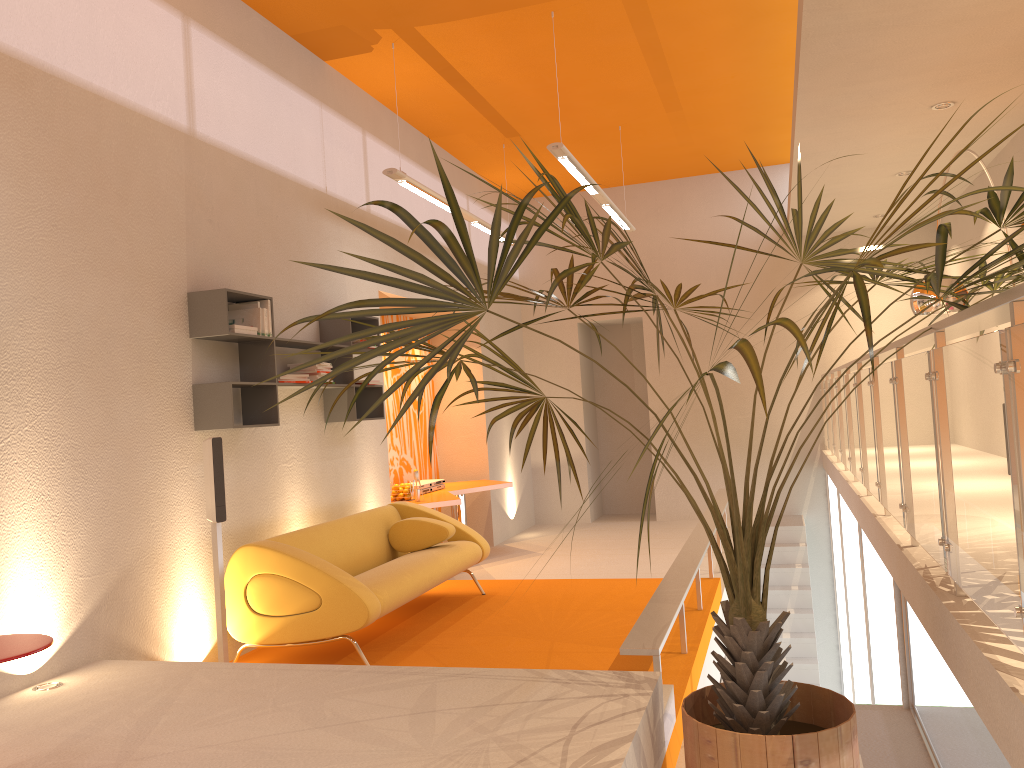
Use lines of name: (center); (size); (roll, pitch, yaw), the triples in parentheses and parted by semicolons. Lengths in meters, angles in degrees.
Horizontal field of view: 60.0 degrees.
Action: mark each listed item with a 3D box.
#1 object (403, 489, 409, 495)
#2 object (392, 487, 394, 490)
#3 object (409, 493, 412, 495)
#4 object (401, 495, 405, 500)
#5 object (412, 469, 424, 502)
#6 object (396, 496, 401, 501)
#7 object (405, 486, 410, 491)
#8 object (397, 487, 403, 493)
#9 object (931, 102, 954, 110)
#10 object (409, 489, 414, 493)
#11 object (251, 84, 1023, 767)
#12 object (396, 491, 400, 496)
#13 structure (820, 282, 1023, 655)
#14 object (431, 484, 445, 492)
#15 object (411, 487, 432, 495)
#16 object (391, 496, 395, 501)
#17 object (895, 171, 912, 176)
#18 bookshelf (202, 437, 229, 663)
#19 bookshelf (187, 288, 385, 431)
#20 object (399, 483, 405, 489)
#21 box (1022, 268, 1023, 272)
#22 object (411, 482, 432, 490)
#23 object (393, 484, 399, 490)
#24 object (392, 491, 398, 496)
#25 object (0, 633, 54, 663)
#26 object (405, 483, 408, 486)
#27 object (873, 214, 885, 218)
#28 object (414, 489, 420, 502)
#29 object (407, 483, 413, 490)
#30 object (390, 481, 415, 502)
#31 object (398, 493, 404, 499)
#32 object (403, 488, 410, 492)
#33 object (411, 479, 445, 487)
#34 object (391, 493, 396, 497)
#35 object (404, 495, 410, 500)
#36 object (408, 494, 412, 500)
object: (-0.952, 0.970, 7.961); (0.053, 0.055, 0.060); (-4, -2, 5)
object: (-1.064, 0.947, 8.045); (0.051, 0.053, 0.063); (-3, -2, -25)
object: (-0.936, 1.019, 8.084); (0.060, 0.057, 0.052); (-2, -2, -37)
object: (-0.987, 1.021, 8.048); (0.057, 0.060, 0.052); (-3, -2, -33)
object: (-0.851, 0.899, 7.890); (0.101, 0.288, 0.088); (-3, -2, -13)
object: (-1.020, 1.031, 7.999); (0.050, 0.055, 0.061); (-4, -2, 7)
object: (-0.942, 0.942, 8.002); (0.053, 0.051, 0.063); (-4, -2, 7)
object: (-1.007, 0.958, 8.001); (0.055, 0.051, 0.061); (-2, -3, -44)
object: (2.951, -1.924, 6.077); (0.143, 0.059, 0.143); (-3, -2, -12)
object: (-0.920, 0.970, 8.080); (0.063, 0.051, 0.053); (-4, -2, 20)
object: (0.663, 0.246, 2.882); (3.098, 2.600, 3.241); (-5, -2, 25)
object: (-1.034, 0.992, 8.048); (0.051, 0.053, 0.062); (-3, -2, -30)
structure: (2.220, 0.270, 5.305); (0.195, 0.900, 11.050); (-4, -2, 17)
object: (-0.853, 1.053, 8.966); (0.250, 0.049, 0.349); (-4, -2, 17)
object: (-0.949, 1.049, 8.625); (0.262, 0.049, 0.349); (-4, -2, 17)
object: (-1.079, 1.032, 7.991); (0.053, 0.052, 0.062); (-4, -2, 1)
object: (3.510, -1.902, 7.945); (0.143, 0.059, 0.143); (-3, -2, -12)
bookshelf: (-2.177, 0.517, 3.174); (0.322, 2.145, 3.370); (-4, -2, 19)
bookshelf: (-1.418, -0.124, 5.960); (0.252, 0.790, 2.000); (-4, -2, 17)
object: (-0.995, 0.927, 8.043); (0.051, 0.053, 0.063); (-2, -2, -37)
box: (3.535, -0.784, 5.864); (0.232, 0.047, 0.232); (-4, -2, 17)
object: (-0.952, 1.000, 8.626); (0.262, 0.049, 0.349); (-4, -2, 17)
object: (-1.042, 0.930, 7.983); (0.050, 0.060, 0.059); (-2, -2, -39)
object: (-1.057, 0.980, 7.990); (0.053, 0.054, 0.061); (-4, -2, 8)
object: (-1.567, 1.008, 2.593); (0.420, 0.450, 0.391); (-2, -2, -43)
object: (-0.963, 0.930, 8.093); (0.063, 0.051, 0.053); (-4, -2, 9)
object: (4.071, -1.880, 9.814); (0.143, 0.059, 0.143); (-3, -2, -12)
object: (-0.841, 0.989, 7.873); (0.060, 0.106, 0.060); (-2, -2, -41)
object: (-0.928, 0.931, 8.053); (0.057, 0.060, 0.052); (-5, -2, 40)
object: (-1.001, 0.971, 8.036); (0.207, 0.174, 0.189); (-4, -2, 17)
object: (-0.995, 1.004, 7.967); (0.052, 0.053, 0.062); (-4, -2, -1)
object: (-0.959, 0.970, 8.039); (0.064, 0.053, 0.051); (-2, -2, -36)
object: (-0.851, 1.004, 8.966); (0.262, 0.049, 0.349); (-4, -2, 17)
object: (-1.065, 0.998, 8.048); (0.051, 0.055, 0.061); (-5, -2, 31)
object: (-0.943, 1.021, 7.967); (0.053, 0.053, 0.061); (-4, -2, 6)
object: (-0.932, 1.023, 8.026); (0.061, 0.053, 0.053); (-4, -2, 4)
